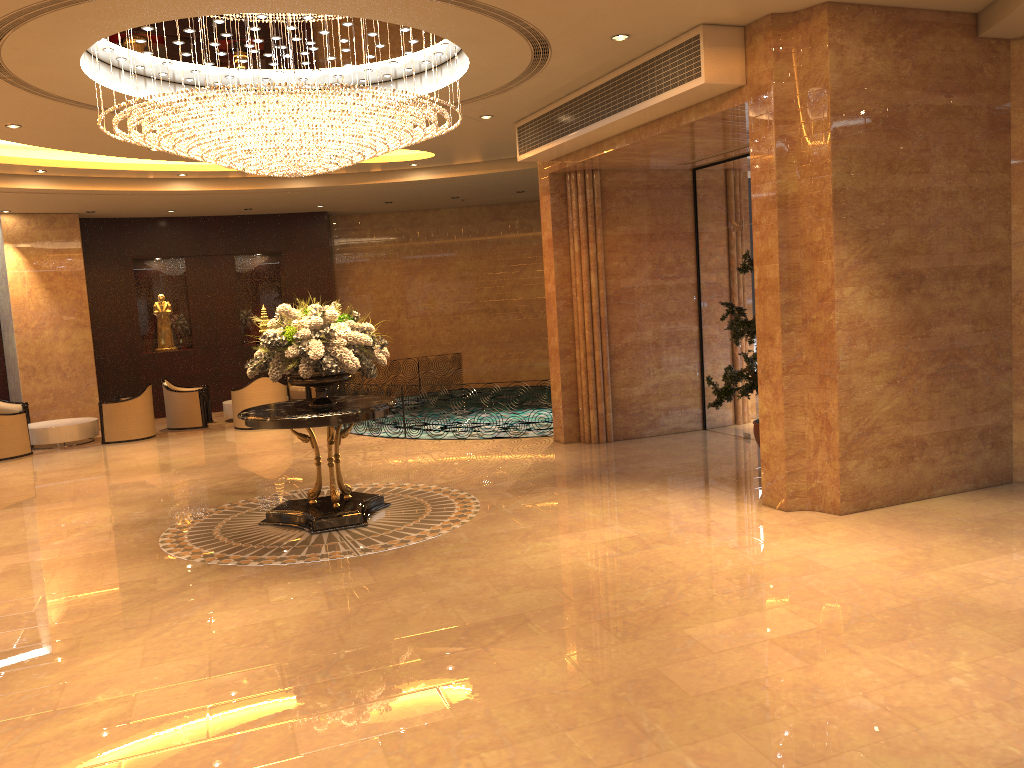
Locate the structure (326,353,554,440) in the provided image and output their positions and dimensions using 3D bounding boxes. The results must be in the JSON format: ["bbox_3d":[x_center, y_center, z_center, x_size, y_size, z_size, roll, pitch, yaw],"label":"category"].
[{"bbox_3d":[-1.483,0.188,16.126,3.815,0.995,7.624,-4,6,-3],"label":"structure"}]

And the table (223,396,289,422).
[{"bbox_3d":[-4.829,0.471,16.766,1.196,0.354,1.196,-3,6,6],"label":"table"}]

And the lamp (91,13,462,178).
[{"bbox_3d":[-2.069,-2.519,8.161,3.206,1.196,3.204,-2,6,15],"label":"lamp"}]

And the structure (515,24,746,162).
[{"bbox_3d":[1.028,-2.939,9.423,0.425,0.483,4.113,-6,6,-22],"label":"structure"}]

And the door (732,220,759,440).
[{"bbox_3d":[3.241,-0.618,10.493,0.195,2.758,1.880,-6,6,-22],"label":"door"}]

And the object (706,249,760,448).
[{"bbox_3d":[2.649,-0.254,9.257,1.250,2.363,0.843,-9,8,-41],"label":"object"}]

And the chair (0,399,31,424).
[{"bbox_3d":[-8.858,0.606,15.164,0.769,0.916,0.951,-1,7,28],"label":"chair"}]

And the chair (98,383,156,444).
[{"bbox_3d":[-6.467,0.471,14.998,0.769,0.916,0.951,-4,6,-7],"label":"chair"}]

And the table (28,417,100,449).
[{"bbox_3d":[-7.624,0.830,14.967,1.196,0.354,1.196,-3,6,5],"label":"table"}]

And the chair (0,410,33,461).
[{"bbox_3d":[-8.080,0.707,13.684,0.951,0.916,0.769,-2,6,13],"label":"chair"}]

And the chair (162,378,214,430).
[{"bbox_3d":[-5.919,0.322,16.133,0.769,0.916,0.951,-5,6,-12],"label":"chair"}]

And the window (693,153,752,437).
[{"bbox_3d":[3.217,-0.993,10.456,0.047,3.571,3.515,-6,6,-22],"label":"window"}]

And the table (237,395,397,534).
[{"bbox_3d":[-1.811,0.742,8.514,1.493,1.089,1.493,-7,7,-28],"label":"table"}]

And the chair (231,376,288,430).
[{"bbox_3d":[-4.372,0.289,15.491,0.951,0.916,0.769,-7,6,-27],"label":"chair"}]

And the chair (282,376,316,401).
[{"bbox_3d":[-3.989,0.057,17.536,0.951,0.916,0.769,2,8,43],"label":"chair"}]

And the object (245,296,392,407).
[{"bbox_3d":[-1.848,-0.294,8.388,1.277,0.999,1.318,-3,6,9],"label":"object"}]
